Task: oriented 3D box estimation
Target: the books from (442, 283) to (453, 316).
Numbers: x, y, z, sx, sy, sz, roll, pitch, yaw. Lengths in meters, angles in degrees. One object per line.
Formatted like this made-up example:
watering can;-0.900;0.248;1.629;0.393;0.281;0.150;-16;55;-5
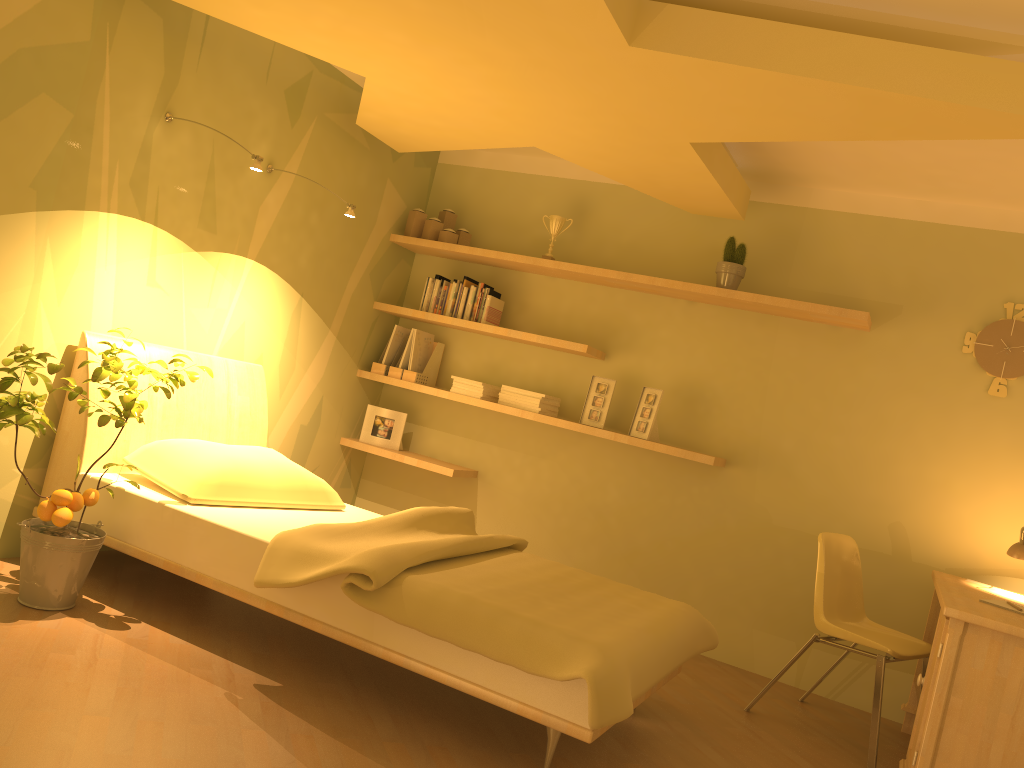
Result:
books;-0.334;-0.463;5.043;0.032;0.193;0.146;13;-1;25

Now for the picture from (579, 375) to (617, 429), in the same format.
picture;0.472;0.101;4.671;0.134;0.264;0.171;13;-1;24

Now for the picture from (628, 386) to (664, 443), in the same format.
picture;0.722;0.159;4.506;0.171;0.264;0.134;14;-1;-39

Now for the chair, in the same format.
chair;1.412;1.047;3.641;0.546;0.785;0.531;13;-1;45

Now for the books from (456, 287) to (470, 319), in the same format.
books;-0.246;-0.438;4.986;0.032;0.184;0.173;13;-1;25

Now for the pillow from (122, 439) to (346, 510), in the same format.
pillow;-1.095;0.370;3.597;0.482;0.213;0.801;13;-1;35

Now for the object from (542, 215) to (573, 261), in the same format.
object;0.223;-0.783;4.846;0.160;0.268;0.095;14;-1;-5

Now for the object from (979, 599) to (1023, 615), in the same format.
object;1.784;0.786;3.014;0.210;0.010;0.300;14;-1;-40

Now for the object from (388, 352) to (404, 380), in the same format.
object;-0.590;-0.147;5.110;0.087;0.259;0.236;13;-1;25

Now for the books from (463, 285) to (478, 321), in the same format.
books;-0.208;-0.439;4.978;0.040;0.203;0.157;13;-1;25

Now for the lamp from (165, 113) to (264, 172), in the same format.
lamp;-1.154;-0.942;3.435;0.533;0.178;0.050;13;-1;25

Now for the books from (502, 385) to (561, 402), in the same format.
books;0.105;0.049;4.781;0.270;0.015;0.190;13;-1;30

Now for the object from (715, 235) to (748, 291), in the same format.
object;1.091;-0.595;4.391;0.145;0.294;0.145;13;-1;6

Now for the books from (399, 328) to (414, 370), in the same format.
books;-0.565;-0.162;5.099;0.048;0.297;0.214;13;-1;25

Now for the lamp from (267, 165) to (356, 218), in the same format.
lamp;-0.904;-0.874;3.996;0.533;0.178;0.050;13;-1;25

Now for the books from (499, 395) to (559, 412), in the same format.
books;0.089;0.107;4.772;0.270;0.015;0.190;13;-1;37

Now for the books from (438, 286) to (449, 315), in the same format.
books;-0.362;-0.459;5.049;0.021;0.172;0.157;13;-1;25

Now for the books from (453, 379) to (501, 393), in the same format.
books;-0.179;0.013;4.922;0.190;0.015;0.270;13;-1;27

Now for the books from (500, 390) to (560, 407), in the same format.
books;0.099;0.078;4.773;0.270;0.015;0.190;13;-1;38

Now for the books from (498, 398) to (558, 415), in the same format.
books;0.088;0.122;4.780;0.270;0.015;0.190;13;-1;32

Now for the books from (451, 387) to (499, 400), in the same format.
books;-0.197;0.055;4.919;0.190;0.015;0.270;13;-1;21

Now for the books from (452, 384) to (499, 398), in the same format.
books;-0.185;0.043;4.919;0.190;0.015;0.270;13;-1;26

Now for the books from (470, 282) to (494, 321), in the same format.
books;-0.170;-0.443;4.971;0.032;0.229;0.138;13;-1;25

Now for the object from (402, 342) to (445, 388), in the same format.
object;-0.505;-0.127;5.070;0.087;0.259;0.236;13;-1;25

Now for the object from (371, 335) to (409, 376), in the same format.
object;-0.701;-0.173;5.163;0.087;0.259;0.236;13;-1;19

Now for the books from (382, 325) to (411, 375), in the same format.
books;-0.676;-0.188;5.153;0.048;0.297;0.214;13;-1;19

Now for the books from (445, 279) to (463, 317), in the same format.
books;-0.305;-0.469;5.020;0.038;0.217;0.166;13;-1;25

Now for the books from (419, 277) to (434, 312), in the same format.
books;-0.462;-0.499;5.098;0.040;0.203;0.157;13;-1;25

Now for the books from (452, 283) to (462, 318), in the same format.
books;-0.280;-0.456;5.013;0.017;0.203;0.155;13;-1;25

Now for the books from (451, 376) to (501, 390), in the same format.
books;-0.196;-0.006;4.916;0.190;0.015;0.270;13;-1;22

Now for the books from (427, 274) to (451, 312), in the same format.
books;-0.423;-0.503;5.092;0.032;0.229;0.138;13;-1;25

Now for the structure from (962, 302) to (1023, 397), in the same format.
structure;2.240;-0.156;4.007;0.360;0.432;0.027;13;-1;25

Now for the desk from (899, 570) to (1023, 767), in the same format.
desk;1.803;1.168;3.172;0.684;0.720;1.396;13;-1;25

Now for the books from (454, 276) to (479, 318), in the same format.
books;-0.258;-0.474;5.004;0.021;0.247;0.157;13;-1;25

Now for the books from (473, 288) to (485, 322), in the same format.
books;-0.153;-0.424;4.952;0.022;0.198;0.157;13;-1;25

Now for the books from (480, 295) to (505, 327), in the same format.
books;-0.110;-0.396;4.917;0.032;0.163;0.178;13;-1;25

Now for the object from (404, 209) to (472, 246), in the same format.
object;-0.416;-0.913;5.121;0.349;0.229;0.234;13;-1;26

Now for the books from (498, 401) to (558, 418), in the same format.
books;0.084;0.137;4.780;0.270;0.015;0.190;13;-1;35

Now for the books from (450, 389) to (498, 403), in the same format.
books;-0.201;0.070;4.919;0.190;0.015;0.270;13;-1;24

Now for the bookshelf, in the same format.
bookshelf;0.373;0.027;4.666;2.605;1.240;0.300;13;-1;25

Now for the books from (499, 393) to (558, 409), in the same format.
books;0.089;0.091;4.776;0.270;0.015;0.190;13;-1;35

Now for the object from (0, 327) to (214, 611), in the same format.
object;-1.446;0.263;2.871;0.372;0.944;0.828;13;-1;18

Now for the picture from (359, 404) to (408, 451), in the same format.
picture;-0.734;0.251;5.115;0.247;0.219;0.131;14;-1;2

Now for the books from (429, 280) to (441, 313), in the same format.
books;-0.407;-0.483;5.072;0.022;0.198;0.157;13;-1;25

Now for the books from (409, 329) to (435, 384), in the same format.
books;-0.518;-0.151;5.079;0.043;0.296;0.210;13;-1;25

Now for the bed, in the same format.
bed;-0.487;0.528;3.297;2.378;0.894;1.286;13;-1;25

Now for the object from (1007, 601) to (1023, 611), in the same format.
object;1.734;0.767;3.061;0.008;0.009;0.166;13;-1;16

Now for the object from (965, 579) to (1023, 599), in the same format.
object;2.033;0.856;3.670;0.040;0.009;0.300;14;-1;-35

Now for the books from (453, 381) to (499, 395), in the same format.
books;-0.185;0.027;4.914;0.190;0.015;0.270;13;-1;24

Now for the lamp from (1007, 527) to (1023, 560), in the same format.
lamp;2.191;0.664;3.644;0.484;0.455;0.140;14;-1;-40

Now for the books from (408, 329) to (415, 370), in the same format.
books;-0.527;-0.152;5.079;0.036;0.296;0.210;13;-1;25

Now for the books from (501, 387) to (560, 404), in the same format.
books;0.101;0.064;4.795;0.270;0.015;0.190;13;-1;35

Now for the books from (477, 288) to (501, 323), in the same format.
books;-0.129;-0.421;4.940;0.032;0.203;0.157;13;-1;25

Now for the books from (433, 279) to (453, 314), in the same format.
books;-0.382;-0.480;5.060;0.032;0.203;0.157;13;-1;25
